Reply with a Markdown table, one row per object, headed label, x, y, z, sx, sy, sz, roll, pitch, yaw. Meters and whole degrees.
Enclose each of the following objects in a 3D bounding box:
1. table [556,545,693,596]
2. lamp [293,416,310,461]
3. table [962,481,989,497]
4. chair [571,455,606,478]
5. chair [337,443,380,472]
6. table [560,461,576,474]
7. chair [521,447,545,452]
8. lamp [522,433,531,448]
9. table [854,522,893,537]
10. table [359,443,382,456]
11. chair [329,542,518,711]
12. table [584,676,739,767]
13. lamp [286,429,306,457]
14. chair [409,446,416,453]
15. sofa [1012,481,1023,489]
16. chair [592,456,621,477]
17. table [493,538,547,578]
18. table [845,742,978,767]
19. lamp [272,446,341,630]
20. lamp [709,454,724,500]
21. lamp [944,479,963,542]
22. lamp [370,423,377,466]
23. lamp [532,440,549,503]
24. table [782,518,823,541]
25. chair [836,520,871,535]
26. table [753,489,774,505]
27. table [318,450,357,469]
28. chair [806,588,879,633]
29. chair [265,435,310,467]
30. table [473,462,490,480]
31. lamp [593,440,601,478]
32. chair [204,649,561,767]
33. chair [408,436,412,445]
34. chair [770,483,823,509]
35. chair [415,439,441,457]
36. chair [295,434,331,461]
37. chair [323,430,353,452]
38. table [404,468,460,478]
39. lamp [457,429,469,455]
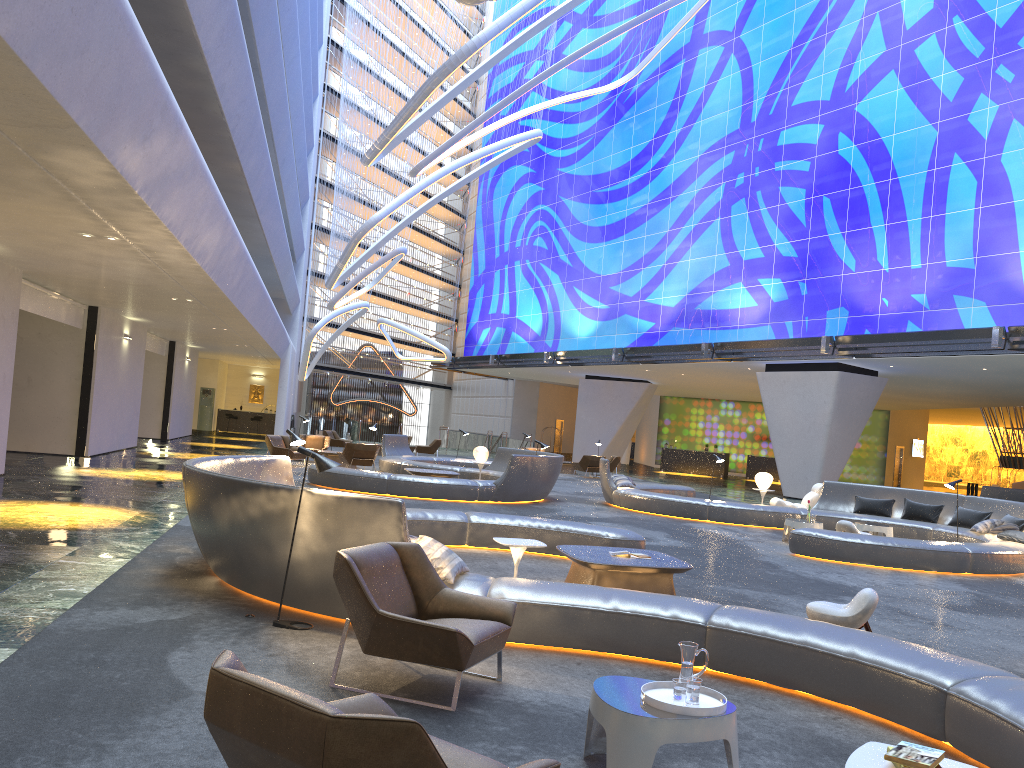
| label | x | y | z | sx | sy | sz | roll | pitch | yaw |
| --- | --- | --- | --- | --- | --- | --- | --- | --- | --- |
| table | 1.058 | 1.869 | 8.634 | 1.203 | 0.392 | 1.203 | 5 | -2 | -12 |
| lamp | -6.035 | 1.558 | 25.409 | 0.384 | 1.300 | 0.202 | 5 | -1 | 5 |
| table | 20.631 | 4.781 | 39.715 | 1.240 | 0.726 | 2.311 | 3 | -3 | 36 |
| chair | 2.590 | 2.766 | 29.737 | 0.930 | 0.766 | 0.938 | 6 | -2 | -28 |
| chair | -3.906 | 1.886 | 22.603 | 0.930 | 0.766 | 0.938 | 6 | -2 | -28 |
| table | 1.753 | 2.951 | 31.447 | 1.203 | 0.392 | 1.203 | 5 | -2 | -12 |
| chair | 0.780 | 2.736 | 32.555 | 0.929 | 0.766 | 0.939 | 5 | -2 | -6 |
| lamp | 0.460 | 2.438 | 32.543 | 0.384 | 1.300 | 0.202 | 5 | -1 | 5 |
| table | 6.121 | 2.596 | 15.162 | 0.673 | 0.406 | 0.672 | 5 | -2 | 7 |
| table | -5.047 | 2.432 | 32.947 | 1.202 | 0.392 | 1.204 | 5 | -2 | 6 |
| chair | -0.534 | 1.400 | 5.267 | 0.938 | 0.766 | 0.931 | 4 | -2 | 21 |
| table | 0.674 | 1.630 | 4.075 | 0.671 | 0.406 | 0.673 | 5 | -2 | -16 |
| lamp | -2.583 | 1.176 | 10.248 | 0.383 | 1.300 | 0.202 | 4 | -1 | 37 |
| chair | -4.036 | 2.271 | 31.433 | 0.928 | 0.766 | 0.940 | 3 | -2 | 40 |
| sofa | 22.169 | 4.595 | 37.415 | 1.061 | 1.179 | 3.421 | 5 | -2 | 14 |
| chair | 3.301 | 2.897 | 31.299 | 0.939 | 0.766 | 0.930 | 5 | -2 | -3 |
| table | 0.034 | 1.611 | 7.406 | 0.418 | 0.595 | 0.427 | 5 | -1 | -16 |
| table | 1.224 | 1.507 | 2.786 | 0.427 | 0.595 | 0.418 | 4 | -1 | 32 |
| lamp | -1.463 | 1.098 | 6.347 | 0.384 | 1.300 | 0.202 | 5 | -1 | -12 |
| lamp | 4.531 | 2.217 | 19.796 | 0.202 | 1.300 | 0.383 | 5 | -1 | -36 |
| lamp | 7.599 | 2.280 | 15.288 | 0.384 | 1.300 | 0.202 | 5 | -1 | -19 |
| lamp | -3.596 | 1.656 | 22.900 | 0.202 | 1.300 | 0.384 | 5 | -1 | 5 |
| lamp | 0.537 | 1.806 | 18.304 | 0.384 | 1.300 | 0.202 | 5 | -1 | 5 |
| table | 4.726 | 2.450 | 14.581 | 0.670 | 0.406 | 0.675 | 3 | -3 | 40 |
| chair | 5.872 | 2.507 | 14.705 | 0.585 | 0.501 | 1.788 | 3 | -3 | 42 |
| table | 5.529 | 2.632 | 19.612 | 0.418 | 0.595 | 0.427 | 6 | -2 | -38 |
| table | -4.742 | 2.072 | 24.314 | 1.204 | 0.392 | 1.203 | 5 | -2 | -12 |
| chair | 2.714 | 1.901 | 7.255 | 0.586 | 0.501 | 0.492 | 4 | -2 | 22 |
| chair | -5.843 | 1.732 | 22.888 | 0.938 | 0.766 | 0.931 | 4 | -2 | 21 |
| table | -0.741 | 2.144 | 20.785 | 0.418 | 0.595 | 0.427 | 5 | -1 | -13 |
| lamp | 2.900 | 2.536 | 30.033 | 0.202 | 1.300 | 0.384 | 5 | -1 | 5 |
| chair | -0.464 | 1.300 | 2.914 | 0.928 | 0.766 | 0.940 | 4 | -2 | 38 |
| chair | -4.405 | 2.370 | 34.360 | 0.929 | 0.766 | 0.940 | 4 | -2 | 15 |
| chair | 6.140 | 2.528 | 18.895 | 1.156 | 0.881 | 0.729 | 5 | -1 | 7 |
| chair | -3.154 | 2.425 | 33.186 | 0.939 | 0.766 | 0.929 | 5 | -2 | -10 |
| chair | -5.715 | 1.857 | 25.422 | 0.929 | 0.766 | 0.939 | 5 | -2 | -6 |
| chair | -6.389 | 2.110 | 32.359 | 0.938 | 0.766 | 0.930 | 5 | -2 | 13 |
| table | -1.779 | 2.111 | 19.500 | 1.203 | 0.392 | 1.203 | 5 | -2 | -12 |
| lamp | -1.507 | 1.988 | 26.297 | 0.384 | 1.300 | 0.202 | 5 | -1 | 5 |
